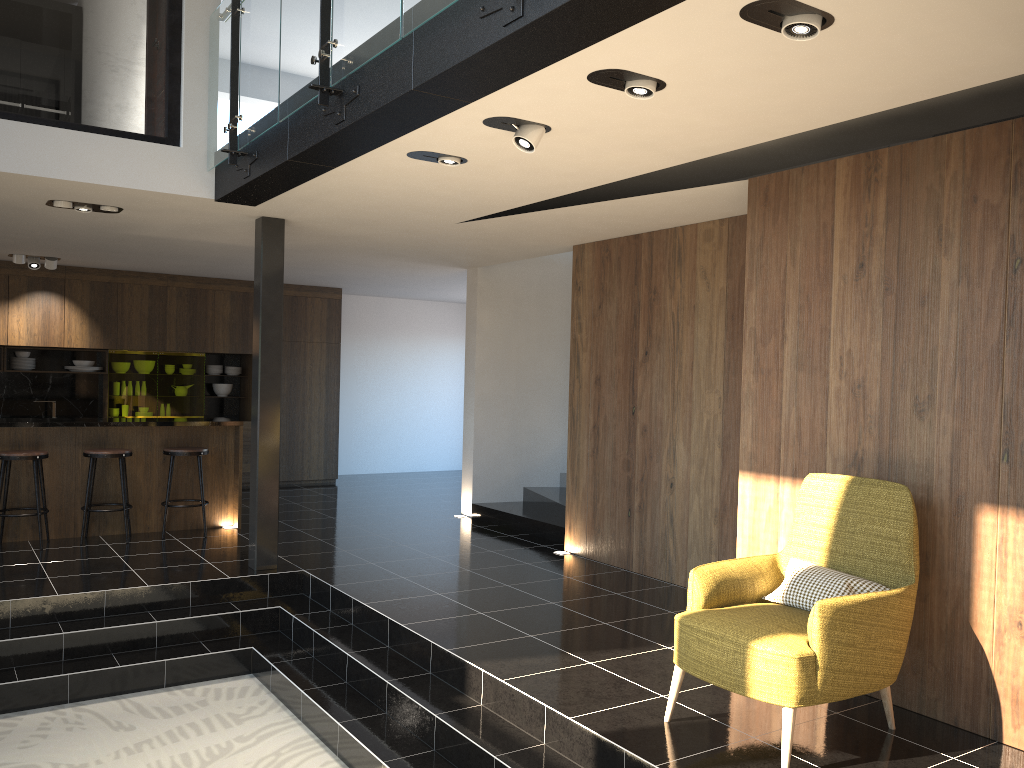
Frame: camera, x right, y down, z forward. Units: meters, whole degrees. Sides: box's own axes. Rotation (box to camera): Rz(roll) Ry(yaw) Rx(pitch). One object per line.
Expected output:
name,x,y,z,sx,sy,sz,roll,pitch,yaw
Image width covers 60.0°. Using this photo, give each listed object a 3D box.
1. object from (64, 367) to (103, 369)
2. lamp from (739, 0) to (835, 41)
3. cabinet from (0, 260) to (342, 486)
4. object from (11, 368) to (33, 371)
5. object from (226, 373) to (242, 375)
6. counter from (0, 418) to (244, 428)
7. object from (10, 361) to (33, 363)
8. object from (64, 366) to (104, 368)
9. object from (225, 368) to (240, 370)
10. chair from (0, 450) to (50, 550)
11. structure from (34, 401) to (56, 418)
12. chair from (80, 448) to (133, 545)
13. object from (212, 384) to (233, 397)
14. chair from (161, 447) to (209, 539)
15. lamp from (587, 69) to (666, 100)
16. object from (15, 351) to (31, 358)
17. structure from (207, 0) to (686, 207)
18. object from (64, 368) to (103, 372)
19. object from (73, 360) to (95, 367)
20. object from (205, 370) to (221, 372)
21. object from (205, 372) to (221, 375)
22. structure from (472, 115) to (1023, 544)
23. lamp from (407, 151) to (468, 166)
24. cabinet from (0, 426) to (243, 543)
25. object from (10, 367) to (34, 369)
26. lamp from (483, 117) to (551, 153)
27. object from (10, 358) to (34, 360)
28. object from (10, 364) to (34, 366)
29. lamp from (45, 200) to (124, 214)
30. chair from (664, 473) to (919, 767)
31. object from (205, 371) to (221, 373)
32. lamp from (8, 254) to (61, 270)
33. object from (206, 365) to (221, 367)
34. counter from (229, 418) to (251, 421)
object,-5.329,-0.182,11.045,0.438,0.039,0.438,2,0,3
lamp,0.876,-1.214,2.818,0.346,0.177,0.195,1,1,-33
cabinet,-5.498,-0.046,10.741,6.893,2.691,0.869,1,1,-33
object,-5.924,-0.177,10.736,0.269,0.024,0.269,2,0,5
object,-3.787,-0.134,12.044,0.220,0.033,0.220,2,1,40
counter,-4.261,0.340,7.821,3.574,0.041,0.698,1,1,-33
object,-5.922,-0.260,10.735,0.269,0.024,0.269,2,0,5
object,-5.329,-0.197,11.044,0.438,0.039,0.438,2,0,3
object,-3.786,-0.193,12.043,0.220,0.033,0.220,2,1,40
chair,-4.102,0.966,7.417,0.412,0.799,0.412,1,1,-24
structure,-5.553,0.322,10.557,0.243,0.231,0.173,1,1,-33
chair,-3.551,0.978,7.780,0.412,0.799,0.412,1,1,-24
object,-3.911,0.084,11.983,0.264,0.170,0.264,2,1,31
chair,-2.999,0.990,8.142,0.412,0.799,0.412,1,1,-24
lamp,0.451,-1.230,3.467,0.346,0.177,0.195,1,1,-33
object,-5.922,-0.347,10.731,0.168,0.087,0.168,1,1,-14
structure,-1.037,-0.002,2.418,3.447,4.870,7.277,1,1,-34
object,-5.330,-0.170,11.045,0.438,0.039,0.438,2,0,3
object,-5.331,-0.245,11.043,0.254,0.088,0.254,1,1,-8
object,-3.999,-0.163,11.904,0.220,0.033,0.220,1,0,-24
object,-4.000,-0.138,11.904,0.220,0.033,0.220,1,0,-24
structure,2.249,0.027,7.297,1.964,3.018,6.660,1,1,-33
lamp,-0.399,-1.271,4.763,0.346,0.158,0.195,1,1,-33
cabinet,-4.273,0.858,7.833,3.564,0.994,0.698,1,1,-33
object,-5.924,-0.185,10.736,0.269,0.024,0.269,2,0,5
lamp,0.025,-1.211,4.115,0.346,0.247,0.195,1,1,-33
object,-5.921,-0.294,10.734,0.269,0.024,0.269,2,0,5
object,-5.923,-0.221,10.735,0.269,0.024,0.269,2,0,5
lamp,-3.132,-1.355,6.504,0.501,0.195,0.349,1,1,-33
chair,1.274,0.980,3.973,1.031,1.098,0.807,1,1,-34
object,-4.000,-0.151,11.904,0.220,0.033,0.220,1,0,-24
lamp,-5.190,-1.390,9.642,0.501,0.280,0.349,1,1,-33
object,-3.998,-0.232,11.902,0.220,0.033,0.220,1,0,-24
counter,-5.511,0.440,10.758,4.592,0.005,0.862,1,1,-33
